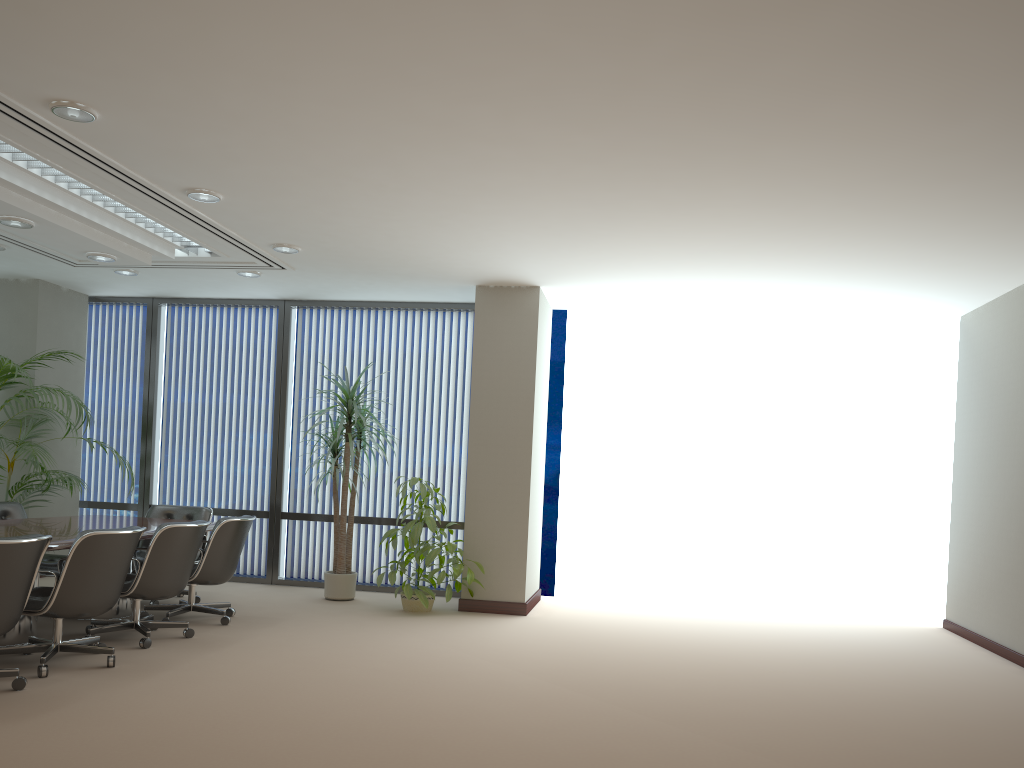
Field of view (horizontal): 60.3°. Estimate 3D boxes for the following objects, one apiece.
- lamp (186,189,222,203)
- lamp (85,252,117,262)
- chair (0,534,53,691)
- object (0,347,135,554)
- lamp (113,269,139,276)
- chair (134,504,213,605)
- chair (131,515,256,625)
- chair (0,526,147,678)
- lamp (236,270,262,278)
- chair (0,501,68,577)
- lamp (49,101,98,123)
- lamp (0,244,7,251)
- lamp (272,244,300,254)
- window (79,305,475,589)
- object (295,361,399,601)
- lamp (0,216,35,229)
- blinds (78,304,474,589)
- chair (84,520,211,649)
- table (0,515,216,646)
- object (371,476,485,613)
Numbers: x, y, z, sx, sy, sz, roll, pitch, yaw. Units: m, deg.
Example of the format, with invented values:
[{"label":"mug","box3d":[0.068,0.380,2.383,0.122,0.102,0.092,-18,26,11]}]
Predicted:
[{"label":"lamp","box3d":[-2.029,-1.233,5.807,0.225,0.035,0.226,-1,-7,33]},{"label":"lamp","box3d":[-3.224,-0.988,6.919,0.225,0.035,0.226,-1,-7,33]},{"label":"chair","box3d":[-2.922,1.199,4.576,0.856,0.858,0.756,2,-3,13]},{"label":"object","box3d":[-4.823,0.665,8.207,2.085,2.475,2.176,1,-3,29]},{"label":"lamp","box3d":[-3.642,-1.051,8.323,0.225,0.035,0.226,1,-6,19]},{"label":"chair","box3d":[-3.160,1.537,7.981,0.758,0.857,0.856,2,-3,9]},{"label":"chair","box3d":[-2.533,1.477,7.100,0.852,0.858,0.737,3,-2,4]},{"label":"chair","box3d":[-2.745,1.296,5.440,0.852,0.858,0.762,2,-3,9]},{"label":"lamp","box3d":[-2.428,-1.013,8.137,0.225,0.035,0.226,3,-6,-2]},{"label":"chair","box3d":[-4.101,1.429,7.363,0.851,0.858,0.762,2,-3,14]},{"label":"lamp","box3d":[-2.230,-1.379,4.485,0.225,0.035,0.226,3,-6,-2]},{"label":"lamp","box3d":[-4.441,-1.171,7.527,0.225,0.035,0.226,-1,-7,33]},{"label":"lamp","box3d":[-1.827,-1.088,7.128,0.225,0.035,0.226,-1,-7,33]},{"label":"window","box3d":[-4.326,0.442,8.497,7.401,2.907,3.531,6,-5,-36]},{"label":"object","box3d":[-1.600,0.950,8.569,1.019,2.311,1.031,3,-1,-16]},{"label":"lamp","box3d":[-3.366,-1.091,5.985,0.225,0.035,0.226,-1,-7,33]},{"label":"blinds","box3d":[-2.815,0.616,9.559,4.925,2.908,0.051,2,0,9]},{"label":"chair","box3d":[-3.444,1.362,6.405,2.525,0.858,0.761,2,-3,9]},{"label":"table","box3d":[-3.495,1.373,6.012,1.505,0.747,4.091,2,-6,9]},{"label":"object","box3d":[-0.778,1.519,8.139,0.981,1.311,0.856,3,-2,-21]}]
